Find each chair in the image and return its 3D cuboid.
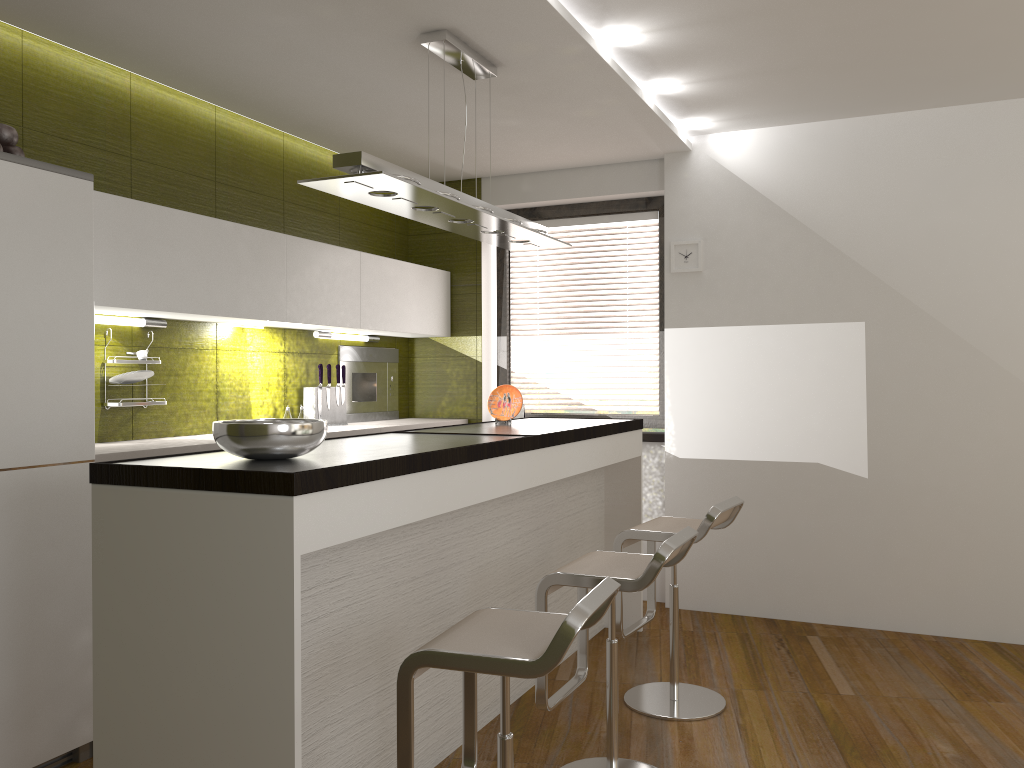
[{"bbox_3d":[0.350,0.904,2.916,0.460,0.857,0.418,0,0,24],"label":"chair"},{"bbox_3d":[0.695,0.898,3.689,0.460,0.857,0.418,0,0,29],"label":"chair"},{"bbox_3d":[0.004,0.910,2.143,0.460,0.857,0.418,0,0,19],"label":"chair"}]

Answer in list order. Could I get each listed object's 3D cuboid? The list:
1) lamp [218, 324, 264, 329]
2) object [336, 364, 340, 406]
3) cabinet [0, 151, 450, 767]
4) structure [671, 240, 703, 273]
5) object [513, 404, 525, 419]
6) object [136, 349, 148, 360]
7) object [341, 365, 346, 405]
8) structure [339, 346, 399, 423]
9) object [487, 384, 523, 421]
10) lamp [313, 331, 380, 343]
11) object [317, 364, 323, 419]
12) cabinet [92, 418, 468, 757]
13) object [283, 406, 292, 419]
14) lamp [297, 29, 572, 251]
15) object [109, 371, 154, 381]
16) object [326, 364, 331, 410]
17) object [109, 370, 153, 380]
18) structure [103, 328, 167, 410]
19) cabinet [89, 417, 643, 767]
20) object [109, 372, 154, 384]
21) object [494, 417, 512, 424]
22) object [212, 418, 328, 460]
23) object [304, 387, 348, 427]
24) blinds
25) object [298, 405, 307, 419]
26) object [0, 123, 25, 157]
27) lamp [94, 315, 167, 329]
[{"bbox_3d":[-1.383,-0.295,4.534,0.008,0.008,0.334,0,0,24],"label":"lamp"},{"bbox_3d":[-0.991,0.008,5.045,0.013,0.243,0.036,0,0,24],"label":"object"},{"bbox_3d":[-1.324,0.285,4.411,0.724,2.089,3.471,0,0,24],"label":"cabinet"},{"bbox_3d":[1.012,-0.738,5.143,0.180,0.180,0.026,0,0,24],"label":"structure"},{"bbox_3d":[0.030,0.215,5.746,0.106,0.169,0.057,0,0,19],"label":"object"},{"bbox_3d":[-1.625,-0.126,3.890,0.046,0.053,0.051,0,0,-34],"label":"object"},{"bbox_3d":[-0.970,0.007,5.091,0.013,0.231,0.040,0,0,24],"label":"object"},{"bbox_3d":[-0.893,0.004,5.605,0.015,0.469,0.663,0,0,24],"label":"structure"},{"bbox_3d":[-0.034,0.092,4.329,0.184,0.178,0.055,0,0,20],"label":"object"},{"bbox_3d":[-0.981,-0.282,5.324,0.095,0.041,0.716,0,0,24],"label":"lamp"},{"bbox_3d":[-1.060,0.057,4.892,0.013,0.339,0.046,0,0,24],"label":"object"},{"bbox_3d":[-1.101,0.785,4.607,0.465,1.086,2.940,0,0,24],"label":"cabinet"},{"bbox_3d":[-1.186,0.174,4.690,0.059,0.121,0.059,0,0,-20],"label":"object"},{"bbox_3d":[-0.205,-0.994,3.564,0.326,0.683,1.677,0,0,24],"label":"lamp"},{"bbox_3d":[-1.624,-0.028,3.787,0.173,0.052,0.181,0,0,24],"label":"object"},{"bbox_3d":[-1.028,0.019,4.964,0.013,0.264,0.042,0,0,24],"label":"object"},{"bbox_3d":[-1.625,-0.031,3.788,0.173,0.052,0.181,0,0,24],"label":"object"},{"bbox_3d":[-1.633,-0.065,3.846,0.110,0.346,0.266,0,0,24],"label":"structure"},{"bbox_3d":[-0.201,0.764,3.536,0.663,1.134,2.947,0,0,24],"label":"cabinet"},{"bbox_3d":[-1.623,-0.025,3.787,0.173,0.052,0.181,0,0,24],"label":"object"},{"bbox_3d":[-0.033,0.130,4.328,0.088,0.131,0.072,0,0,19],"label":"object"},{"bbox_3d":[-0.678,0.156,2.493,0.311,0.105,0.311,0,0,37],"label":"object"},{"bbox_3d":[-1.053,0.130,5.007,0.107,0.227,0.293,0,0,24],"label":"object"},{"bbox_3d":[-0.979,-2.978,9.610,16.000,12.704,9.030,0,0,-26],"label":"blinds"},{"bbox_3d":[-1.141,0.173,4.821,0.059,0.121,0.059,0,0,-9],"label":"object"},{"bbox_3d":[-1.849,-0.992,3.074,0.304,0.488,0.195,0,0,22],"label":"object"},{"bbox_3d":[-1.734,-0.270,3.717,0.041,0.041,0.715,0,0,24],"label":"lamp"}]
